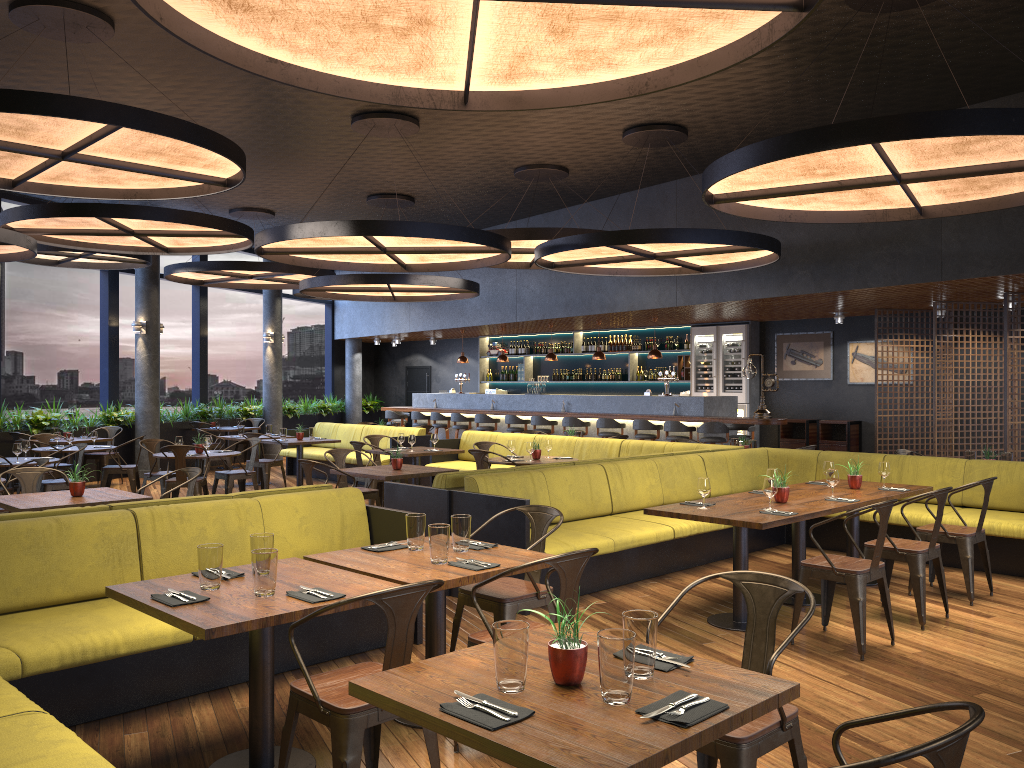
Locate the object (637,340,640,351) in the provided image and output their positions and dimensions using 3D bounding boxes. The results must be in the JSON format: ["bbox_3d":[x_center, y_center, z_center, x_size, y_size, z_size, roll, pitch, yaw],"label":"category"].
[{"bbox_3d":[2.462,-0.751,17.250,0.056,0.227,0.056,0,0,32],"label":"object"}]

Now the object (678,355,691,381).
[{"bbox_3d":[3.254,-0.297,16.507,0.161,0.475,0.300,0,0,-45],"label":"object"}]

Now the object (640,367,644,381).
[{"bbox_3d":[2.527,-0.199,17.291,0.079,0.281,0.079,0,0,24],"label":"object"}]

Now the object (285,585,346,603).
[{"bbox_3d":[-0.789,0.826,3.513,0.157,0.019,0.255,0,0,-45],"label":"object"}]

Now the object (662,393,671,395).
[{"bbox_3d":[2.992,0.409,16.833,0.204,0.492,0.310,0,0,-44],"label":"object"}]

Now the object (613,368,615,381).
[{"bbox_3d":[2.054,-0.186,17.772,0.063,0.254,0.063,0,0,-17],"label":"object"}]

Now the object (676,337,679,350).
[{"bbox_3d":[3.132,-0.764,16.770,0.063,0.254,0.063,0,0,-37],"label":"object"}]

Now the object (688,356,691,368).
[{"bbox_3d":[3.308,-0.408,16.456,0.097,0.206,0.097,0,0,-4],"label":"object"}]

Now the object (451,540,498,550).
[{"bbox_3d":[-0.177,0.826,4.569,0.157,0.019,0.255,0,0,-45],"label":"object"}]

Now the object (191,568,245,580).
[{"bbox_3d":[-1.269,0.826,3.862,0.157,0.019,0.255,0,0,-45],"label":"object"}]

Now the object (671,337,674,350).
[{"bbox_3d":[3.029,-0.764,16.784,0.063,0.254,0.063,0,0,8],"label":"object"}]

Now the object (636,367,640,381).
[{"bbox_3d":[2.462,-0.199,17.357,0.079,0.281,0.079,0,0,-41],"label":"object"}]

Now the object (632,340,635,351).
[{"bbox_3d":[2.376,-0.751,17.337,0.056,0.227,0.056,0,0,7],"label":"object"}]

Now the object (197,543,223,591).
[{"bbox_3d":[-1.228,0.746,3.610,0.102,0.178,0.102,0,0,31],"label":"object"}]

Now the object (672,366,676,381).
[{"bbox_3d":[3.061,-0.200,16.747,0.079,0.281,0.079,0,0,39],"label":"object"}]

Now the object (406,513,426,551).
[{"bbox_3d":[-0.484,0.746,4.462,0.102,0.178,0.102,0,0,-9],"label":"object"}]

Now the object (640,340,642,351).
[{"bbox_3d":[2.505,-0.751,17.293,0.056,0.227,0.056,0,0,-43],"label":"object"}]

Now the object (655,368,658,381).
[{"bbox_3d":[2.757,-0.185,16.920,0.063,0.254,0.063,0,0,-42],"label":"object"}]

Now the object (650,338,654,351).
[{"bbox_3d":[2.687,-0.765,17.015,0.063,0.254,0.063,0,0,18],"label":"object"}]

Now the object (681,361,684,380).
[{"bbox_3d":[3.205,-0.251,16.559,0.091,0.369,0.092,0,0,15],"label":"object"}]

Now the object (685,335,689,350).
[{"bbox_3d":[3.261,-0.777,16.541,0.079,0.281,0.079,0,0,-36],"label":"object"}]

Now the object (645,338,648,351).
[{"bbox_3d":[2.597,-0.765,17.097,0.063,0.254,0.063,0,0,43],"label":"object"}]

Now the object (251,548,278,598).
[{"bbox_3d":[-0.976,0.746,3.501,0.102,0.178,0.102,0,0,31],"label":"object"}]

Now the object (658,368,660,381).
[{"bbox_3d":[2.810,-0.185,16.981,0.063,0.254,0.063,0,0,-17],"label":"object"}]

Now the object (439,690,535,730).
[{"bbox_3d":[-0.080,0.826,2.275,0.157,0.019,0.255,0,0,-45],"label":"object"}]

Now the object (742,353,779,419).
[{"bbox_3d":[3.612,0.026,12.879,0.566,0.944,0.263,0,0,38],"label":"object"}]

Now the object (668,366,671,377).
[{"bbox_3d":[2.995,-0.200,16.814,0.079,0.281,0.079,0,0,19],"label":"object"}]

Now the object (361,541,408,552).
[{"bbox_3d":[-0.631,0.826,4.539,0.255,0.019,0.157,0,0,-45],"label":"object"}]

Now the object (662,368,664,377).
[{"bbox_3d":[2.880,-0.185,16.872,0.063,0.254,0.063,0,0,8],"label":"object"}]

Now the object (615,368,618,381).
[{"bbox_3d":[2.082,-0.186,17.640,0.063,0.254,0.063,0,0,-37],"label":"object"}]

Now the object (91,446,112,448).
[{"bbox_3d":[-5.427,0.829,11.716,0.255,0.019,0.157,0,0,-13],"label":"object"}]

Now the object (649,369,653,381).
[{"bbox_3d":[2.671,-0.171,17.030,0.088,0.224,0.088,0,0,15],"label":"object"}]

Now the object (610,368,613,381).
[{"bbox_3d":[1.986,-0.186,17.703,0.063,0.254,0.063,0,0,38],"label":"object"}]

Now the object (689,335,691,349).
[{"bbox_3d":[3.327,-0.777,16.474,0.079,0.281,0.079,0,0,14],"label":"object"}]

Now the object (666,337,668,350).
[{"bbox_3d":[2.944,-0.765,16.812,0.063,0.254,0.063,0,0,-2],"label":"object"}]

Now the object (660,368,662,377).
[{"bbox_3d":[2.863,-0.185,17.045,0.063,0.254,0.063,0,0,8],"label":"object"}]

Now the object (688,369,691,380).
[{"bbox_3d":[3.308,-0.174,16.456,0.097,0.206,0.097,0,0,-4],"label":"object"}]

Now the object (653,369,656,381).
[{"bbox_3d":[2.760,-0.171,17.096,0.088,0.224,0.088,0,0,40],"label":"object"}]

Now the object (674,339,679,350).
[{"bbox_3d":[3.083,-0.741,16.643,0.097,0.206,0.097,0,0,14],"label":"object"}]

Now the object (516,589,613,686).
[{"bbox_3d":[0.160,0.700,2.495,0.238,0.271,0.260,0,0,-23],"label":"object"}]

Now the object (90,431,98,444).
[{"bbox_3d":[-5.569,0.735,11.818,0.097,0.206,0.097,0,0,-40],"label":"object"}]

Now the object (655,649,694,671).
[{"bbox_3d":[0.444,0.826,2.682,0.157,0.019,0.255,0,0,-45],"label":"object"}]

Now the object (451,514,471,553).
[{"bbox_3d":[-0.254,0.746,4.422,0.102,0.178,0.102,0,0,31],"label":"object"}]

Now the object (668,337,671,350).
[{"bbox_3d":[2.967,-0.764,16.703,0.063,0.254,0.063,0,0,-17],"label":"object"}]

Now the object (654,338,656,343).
[{"bbox_3d":[2.754,-0.765,17.082,0.063,0.254,0.063,0,0,33],"label":"object"}]

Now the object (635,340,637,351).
[{"bbox_3d":[2.419,-0.751,17.294,0.056,0.227,0.056,0,0,22],"label":"object"}]

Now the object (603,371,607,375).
[{"bbox_3d":[1.896,-0.162,18.039,0.097,0.206,0.097,0,0,-13],"label":"object"}]

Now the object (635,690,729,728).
[{"bbox_3d":[0.423,0.826,2.260,0.255,0.019,0.157,0,0,-45],"label":"object"}]

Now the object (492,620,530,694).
[{"bbox_3d":[-0.003,0.746,2.422,0.102,0.178,0.102,0,0,-9],"label":"object"}]

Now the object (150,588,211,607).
[{"bbox_3d":[-1.305,0.826,3.463,0.157,0.019,0.255,0,0,-45],"label":"object"}]

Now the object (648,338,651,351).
[{"bbox_3d":[2.672,-0.765,17.163,0.063,0.254,0.063,0,0,8],"label":"object"}]

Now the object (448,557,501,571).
[{"bbox_3d":[-0.191,0.826,4.101,0.157,0.019,0.255,0,0,-45],"label":"object"}]

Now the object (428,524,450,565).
[{"bbox_3d":[-0.339,0.746,4.128,0.102,0.178,0.102,0,0,31],"label":"object"}]

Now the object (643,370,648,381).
[{"bbox_3d":[2.590,-0.162,17.149,0.097,0.206,0.097,0,0,14],"label":"object"}]

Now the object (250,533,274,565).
[{"bbox_3d":[-1.090,0.746,3.866,0.102,0.178,0.102,0,0,-9],"label":"object"}]

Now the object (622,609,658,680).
[{"bbox_3d":[0.367,0.746,2.535,0.102,0.178,0.102,0,0,31],"label":"object"}]

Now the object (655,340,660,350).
[{"bbox_3d":[2.778,-0.741,16.931,0.097,0.206,0.097,0,0,14],"label":"object"}]

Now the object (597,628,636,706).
[{"bbox_3d":[0.275,0.746,2.337,0.102,0.178,0.102,0,0,-9],"label":"object"}]
